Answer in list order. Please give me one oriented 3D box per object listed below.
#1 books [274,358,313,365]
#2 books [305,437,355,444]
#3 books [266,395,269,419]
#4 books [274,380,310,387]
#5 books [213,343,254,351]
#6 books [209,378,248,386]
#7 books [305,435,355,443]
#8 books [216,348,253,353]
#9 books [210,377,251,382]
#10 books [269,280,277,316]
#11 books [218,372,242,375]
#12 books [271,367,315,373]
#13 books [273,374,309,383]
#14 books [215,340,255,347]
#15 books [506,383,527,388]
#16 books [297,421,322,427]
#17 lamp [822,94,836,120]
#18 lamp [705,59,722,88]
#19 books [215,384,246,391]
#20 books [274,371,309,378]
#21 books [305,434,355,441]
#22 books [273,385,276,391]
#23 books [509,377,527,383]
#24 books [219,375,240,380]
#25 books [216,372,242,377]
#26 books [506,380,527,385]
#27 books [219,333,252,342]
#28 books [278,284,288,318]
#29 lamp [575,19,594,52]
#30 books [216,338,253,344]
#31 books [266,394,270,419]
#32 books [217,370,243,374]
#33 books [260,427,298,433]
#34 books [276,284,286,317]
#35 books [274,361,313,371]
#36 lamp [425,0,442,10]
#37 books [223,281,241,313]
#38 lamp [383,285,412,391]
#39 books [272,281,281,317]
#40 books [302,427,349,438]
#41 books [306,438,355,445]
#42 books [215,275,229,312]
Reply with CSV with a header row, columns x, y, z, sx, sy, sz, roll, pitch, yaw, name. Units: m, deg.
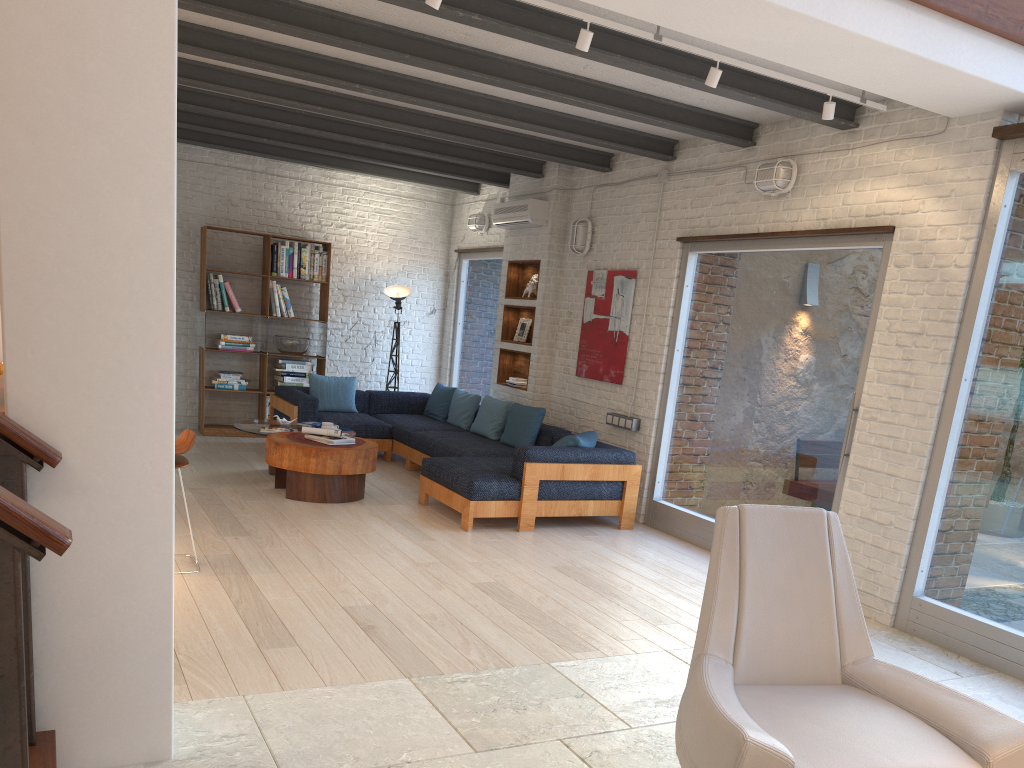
x,y,z,sx,sy,sz,roll,pitch,yaw,name
-2.495,-0.253,9.945,0.380,0.037,0.237,4,5,-28,books
-1.489,0.450,7.135,0.313,0.011,0.249,8,5,31,books
-2.825,0.313,9.933,0.036,0.396,0.235,-2,13,-28,books
-2.525,0.000,10.006,0.363,0.057,0.274,4,5,-26,books
-3.066,-0.407,9.594,0.379,0.037,0.237,3,5,-33,books
-3.150,-0.025,9.678,0.380,0.037,0.237,4,5,-28,books
-1.486,0.441,7.114,0.313,0.011,0.249,8,5,31,books
-3.063,-0.379,9.611,0.356,0.021,0.264,4,5,-28,books
-3.128,-0.051,9.670,0.379,0.019,0.237,3,5,-35,books
-2.680,-0.951,9.659,0.101,0.396,0.235,-1,13,-28,books
-3.133,-0.119,9.673,0.243,0.008,0.151,4,5,-28,books
-2.502,-0.158,9.955,0.445,0.021,0.264,4,5,-28,books
-2.502,-0.058,9.983,0.378,0.066,0.238,2,6,-41,books
-3.049,-0.443,9.585,0.379,0.037,0.237,3,5,-34,books
0.050,0.011,8.997,0.162,0.017,0.244,5,4,-18,books
-1.892,0.377,8.212,0.161,0.023,0.227,8,4,20,books
1.674,-1.452,4.603,0.059,0.133,0.085,11,12,21,lamp
0.982,-1.505,4.241,0.061,0.125,0.083,0,12,-26,lamp
-3.132,0.023,9.692,0.327,0.057,0.247,5,5,-18,books
-2.515,-0.119,9.946,0.326,0.057,0.247,3,5,-33,books
-1.481,0.431,7.104,0.312,0.011,0.250,9,5,36,books
-2.522,0.062,10.005,0.379,0.066,0.237,3,6,-34,books
0.066,-0.041,8.984,0.133,0.035,0.199,4,5,-18,books
-3.138,-0.079,9.683,0.206,0.035,0.128,4,5,-28,books
-3.143,-0.107,9.679,0.236,0.019,0.166,3,5,-35,books
0.065,-0.014,8.984,0.171,0.019,0.229,4,5,-27,books
-3.045,-0.511,9.586,0.327,0.057,0.247,4,5,-26,books
-2.580,-0.926,9.713,0.124,0.360,0.263,-1,12,-28,books
0.325,-1.544,3.892,0.061,0.133,0.083,0,12,-26,lamp
-3.057,-0.474,9.594,0.356,0.021,0.264,4,5,-30,books
-2.800,0.313,9.964,0.036,0.396,0.235,-2,13,-28,books
-3.124,-0.131,9.660,0.252,0.018,0.157,4,5,-28,books
-2.038,0.407,7.644,0.319,0.011,0.244,5,4,-16,books
-2.595,-0.927,9.694,0.124,0.360,0.263,-1,12,-28,books
-2.498,-0.202,9.963,0.379,0.066,0.237,3,6,-34,books
-0.311,-1.587,3.550,0.084,0.133,0.058,12,14,30,lamp
-3.060,-0.947,9.471,0.195,0.329,0.246,0,12,-28,books
-1.179,-0.197,10.228,0.852,1.907,0.496,14,15,32,lamp
-2.636,-0.945,9.657,0.103,0.396,0.235,-1,13,-28,books
-1.527,0.409,7.162,0.321,0.112,0.265,6,6,4,books
-1.481,0.463,7.125,0.311,0.011,0.251,9,5,41,books
-3.128,-0.981,9.401,0.121,0.394,0.235,-1,13,-28,books
